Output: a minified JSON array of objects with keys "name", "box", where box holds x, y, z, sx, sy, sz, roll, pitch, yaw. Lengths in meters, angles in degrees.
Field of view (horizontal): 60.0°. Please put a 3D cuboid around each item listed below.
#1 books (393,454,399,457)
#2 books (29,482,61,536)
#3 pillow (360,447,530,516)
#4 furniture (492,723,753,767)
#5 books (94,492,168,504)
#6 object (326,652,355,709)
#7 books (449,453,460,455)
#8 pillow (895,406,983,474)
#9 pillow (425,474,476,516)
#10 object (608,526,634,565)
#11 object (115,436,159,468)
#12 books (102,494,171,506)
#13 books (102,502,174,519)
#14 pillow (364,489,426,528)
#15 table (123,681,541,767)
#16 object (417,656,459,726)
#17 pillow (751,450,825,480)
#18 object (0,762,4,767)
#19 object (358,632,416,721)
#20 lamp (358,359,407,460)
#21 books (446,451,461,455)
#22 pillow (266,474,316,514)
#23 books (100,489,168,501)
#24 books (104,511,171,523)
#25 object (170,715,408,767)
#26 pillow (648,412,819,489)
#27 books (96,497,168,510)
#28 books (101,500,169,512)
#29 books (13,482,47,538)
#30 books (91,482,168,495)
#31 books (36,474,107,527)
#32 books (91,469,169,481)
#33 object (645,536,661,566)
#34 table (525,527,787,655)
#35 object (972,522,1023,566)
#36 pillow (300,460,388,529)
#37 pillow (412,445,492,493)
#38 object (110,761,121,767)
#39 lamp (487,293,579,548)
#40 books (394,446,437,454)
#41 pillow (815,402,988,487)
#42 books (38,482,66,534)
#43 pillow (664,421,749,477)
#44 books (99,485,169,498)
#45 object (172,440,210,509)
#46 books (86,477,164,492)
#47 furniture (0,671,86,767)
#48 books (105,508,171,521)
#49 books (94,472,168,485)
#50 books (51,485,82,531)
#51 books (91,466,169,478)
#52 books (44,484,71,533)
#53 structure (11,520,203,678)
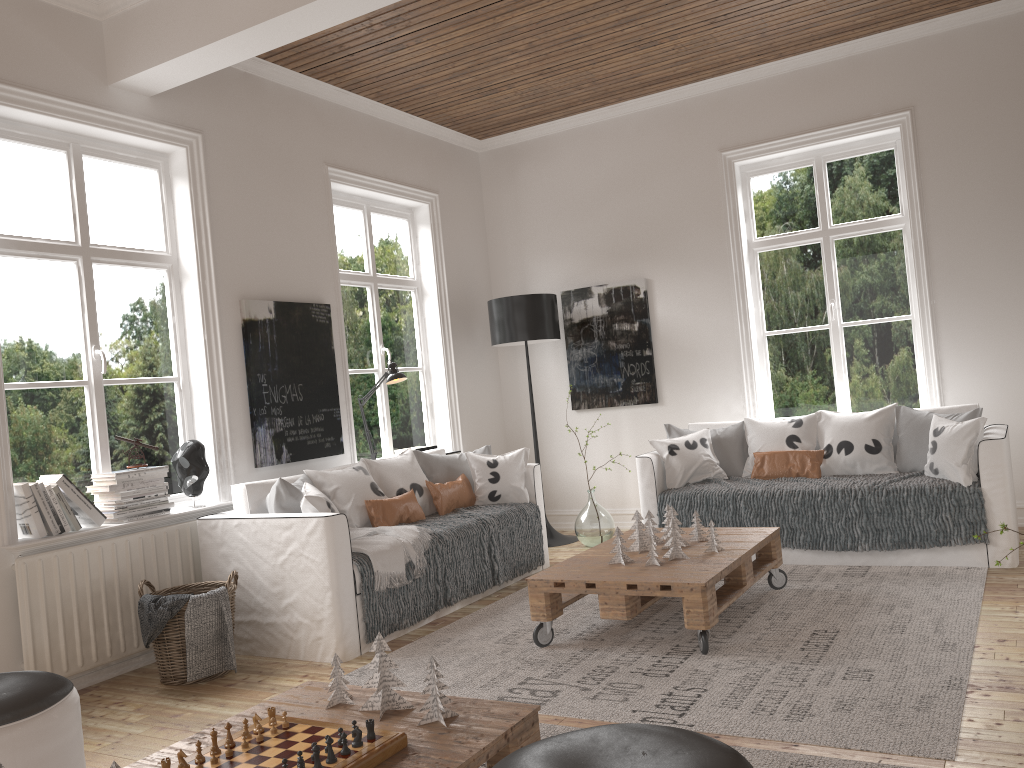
[{"name":"books","box":[-0.656,0.478,6.104,0.212,0.023,0.258,-6,-1,30]},{"name":"books","box":[-2.030,0.533,3.770,0.172,0.235,0.112,-6,-1,30]},{"name":"pillow","box":[-0.384,0.584,5.253,1.081,0.450,0.403,-5,-1,-36]},{"name":"furniture","box":[0.197,0.870,1.539,0.518,0.430,0.518,-6,-1,33]},{"name":"books","box":[-1.793,0.537,4.179,0.159,0.012,0.285,-6,-1,30]},{"name":"object","box":[-0.468,0.788,2.384,0.079,0.137,0.075,-5,-1,-11]},{"name":"books","box":[-0.513,0.512,6.334,0.187,0.014,0.248,-6,-1,28]},{"name":"pillow","box":[2.342,0.327,4.855,0.292,0.437,0.546,-5,-1,-26]},{"name":"pillow","box":[-0.345,0.652,5.195,0.117,0.235,0.414,-6,-1,30]},{"name":"object","box":[0.470,0.700,3.871,0.093,0.161,0.088,-6,-1,39]},{"name":"object","box":[-1.772,0.312,4.197,0.177,0.161,0.092,-6,-1,-2]},{"name":"books","box":[-1.774,0.548,4.193,0.161,0.013,0.256,-6,-1,30]},{"name":"books","box":[-1.787,0.596,4.181,0.176,0.025,0.331,-6,-1,30]},{"name":"pillow","box":[-0.618,0.699,4.771,0.116,0.220,0.414,-6,-1,31]},{"name":"table","box":[-0.541,1.010,1.894,0.821,0.300,1.189,-6,-1,30]},{"name":"object","box":[-0.189,0.747,2.181,0.082,0.160,0.082,-6,-1,19]},{"name":"pillow","box":[1.601,0.478,5.163,0.420,0.179,0.127,-6,-1,32]},{"name":"object","box":[-0.908,0.784,1.590,0.108,0.213,0.109,-5,-1,-35]},{"name":"object","box":[-0.331,0.740,2.292,0.111,0.204,0.118,-5,-1,-36]},{"name":"lamp","box":[-0.821,0.204,5.657,0.439,0.703,0.196,-6,-1,30]},{"name":"books","box":[-0.518,0.500,6.339,0.202,0.012,0.251,-6,-1,32]},{"name":"pillow","box":[-1.042,0.646,4.335,0.282,0.431,0.541,-6,-1,4]},{"name":"books","box":[-1.784,0.524,4.186,0.161,0.012,0.254,-6,-1,30]},{"name":"books","box":[-1.772,0.627,4.189,0.161,0.012,0.254,-6,-1,30]},{"name":"object","box":[-0.529,0.844,1.962,0.429,0.036,0.429,-6,-1,30]},{"name":"pillow","box":[1.353,0.426,5.376,1.020,0.414,0.417,-6,-1,12]},{"name":"books","box":[-1.805,0.565,4.185,0.182,0.016,0.288,-6,-1,30]},{"name":"books","box":[-1.782,0.577,4.192,0.161,0.013,0.254,-6,-1,30]},{"name":"books","box":[-2.062,0.534,3.738,0.172,0.239,0.093,-6,-1,30]},{"name":"books","box":[-1.807,0.494,4.195,0.182,0.016,0.288,-6,-1,30]},{"name":"books","box":[-1.952,0.517,3.918,0.176,0.255,0.226,-6,-1,30]},{"name":"books","box":[-1.801,0.429,4.183,0.182,0.016,0.288,-6,-1,30]},{"name":"object","box":[0.595,0.706,3.773,0.068,0.124,0.072,-6,-1,15]},{"name":"table","box":[0.697,0.912,4.050,0.821,0.300,1.189,-6,-1,30]},{"name":"object","box":[1.543,0.415,2.415,0.515,1.117,0.275,-5,-1,-3]},{"name":"pillow","box":[-0.874,0.632,4.458,0.417,0.414,1.020,-6,-1,12]},{"name":"pillow","box":[-0.354,0.594,5.452,0.546,0.437,0.292,-5,-1,-26]},{"name":"object","box":[-0.776,0.809,1.739,0.082,0.141,0.077,-6,-1,11]},{"name":"lamp","box":[0.156,0.258,6.372,0.499,1.754,0.499,-6,-1,27]},{"name":"books","box":[-0.660,0.453,6.095,0.190,0.028,0.239,-6,-1,32]},{"name":"pillow","box":[2.143,0.336,4.883,0.403,0.450,1.081,-5,-1,-36]},{"name":"books","box":[-2.016,0.534,3.799,0.152,0.232,0.104,-6,-1,30]},{"name":"pillow","box":[1.230,0.439,5.544,0.541,0.431,0.282,-6,-1,4]},{"name":"books","box":[-1.789,0.509,4.196,0.167,0.017,0.263,-6,-1,30]},{"name":"object","box":[-1.609,0.450,4.448,0.171,0.340,0.177,-5,-1,-24]},{"name":"books","box":[-1.820,0.473,4.175,0.180,0.028,0.296,-6,-1,30]},{"name":"furniture","box":[-1.429,1.035,2.369,0.518,0.430,0.518,-5,-1,-39]},{"name":"books","box":[-1.778,0.614,4.173,0.159,0.012,0.285,-6,-1,30]},{"name":"books","box":[-1.798,0.448,4.185,0.174,0.021,0.273,-6,-1,30]},{"name":"books","box":[-1.980,0.541,3.857,0.161,0.213,0.118,-6,-1,30]},{"name":"books","box":[-1.796,0.413,4.173,0.182,0.016,0.288,-6,-1,30]},{"name":"books","box":[-2.004,0.540,3.826,0.161,0.218,0.101,-6,-1,30]},{"name":"structure","box":[-1.670,1.084,4.088,0.095,0.829,1.223,-6,-1,30]}]
